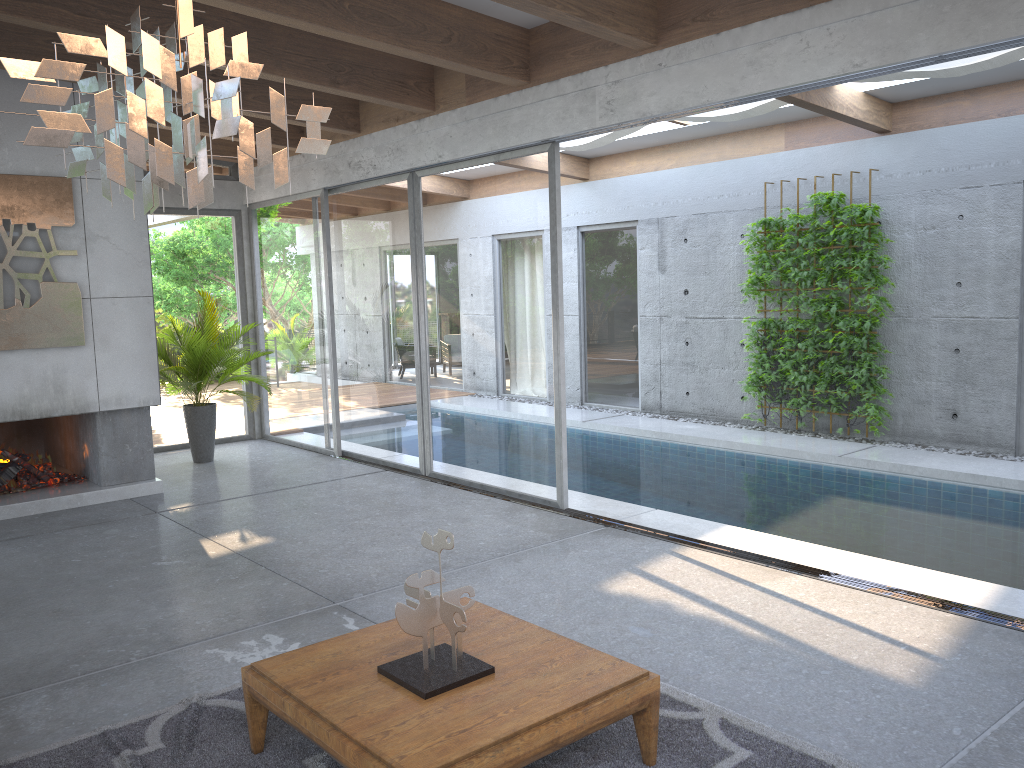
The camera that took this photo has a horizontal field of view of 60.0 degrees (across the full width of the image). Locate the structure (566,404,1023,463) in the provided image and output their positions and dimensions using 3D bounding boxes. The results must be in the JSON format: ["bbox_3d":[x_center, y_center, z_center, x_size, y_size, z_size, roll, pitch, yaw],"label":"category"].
[{"bbox_3d":[3.827,0.606,8.987,0.477,0.068,13.673,-7,8,-40],"label":"structure"}]

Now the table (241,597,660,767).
[{"bbox_3d":[-0.236,1.188,3.195,1.048,0.352,1.112,-7,8,-40],"label":"table"}]

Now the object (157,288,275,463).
[{"bbox_3d":[-3.225,-0.105,9.117,1.484,1.819,1.798,-6,7,-33],"label":"object"}]

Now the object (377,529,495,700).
[{"bbox_3d":[-0.284,0.757,3.149,0.346,0.518,0.379,-7,8,-40],"label":"object"}]

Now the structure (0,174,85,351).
[{"bbox_3d":[-3.866,-0.942,6.897,0.919,1.351,0.041,-7,8,-40],"label":"structure"}]

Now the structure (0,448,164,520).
[{"bbox_3d":[-4.540,0.691,7.936,2.012,0.595,2.203,-7,8,-40],"label":"structure"}]

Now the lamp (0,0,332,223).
[{"bbox_3d":[-0.990,-1.123,2.230,0.862,1.400,0.636,-1,6,7],"label":"lamp"}]

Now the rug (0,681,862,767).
[{"bbox_3d":[-0.696,1.381,2.893,3.186,0.056,2.187,-7,8,-39],"label":"rug"}]

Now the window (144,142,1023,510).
[{"bbox_3d":[-0.180,-0.467,2.728,14.294,3.764,23.280,-7,8,-40],"label":"window"}]

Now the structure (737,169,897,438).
[{"bbox_3d":[4.006,-0.387,5.088,2.739,2.687,10.282,-4,7,-23],"label":"structure"}]
